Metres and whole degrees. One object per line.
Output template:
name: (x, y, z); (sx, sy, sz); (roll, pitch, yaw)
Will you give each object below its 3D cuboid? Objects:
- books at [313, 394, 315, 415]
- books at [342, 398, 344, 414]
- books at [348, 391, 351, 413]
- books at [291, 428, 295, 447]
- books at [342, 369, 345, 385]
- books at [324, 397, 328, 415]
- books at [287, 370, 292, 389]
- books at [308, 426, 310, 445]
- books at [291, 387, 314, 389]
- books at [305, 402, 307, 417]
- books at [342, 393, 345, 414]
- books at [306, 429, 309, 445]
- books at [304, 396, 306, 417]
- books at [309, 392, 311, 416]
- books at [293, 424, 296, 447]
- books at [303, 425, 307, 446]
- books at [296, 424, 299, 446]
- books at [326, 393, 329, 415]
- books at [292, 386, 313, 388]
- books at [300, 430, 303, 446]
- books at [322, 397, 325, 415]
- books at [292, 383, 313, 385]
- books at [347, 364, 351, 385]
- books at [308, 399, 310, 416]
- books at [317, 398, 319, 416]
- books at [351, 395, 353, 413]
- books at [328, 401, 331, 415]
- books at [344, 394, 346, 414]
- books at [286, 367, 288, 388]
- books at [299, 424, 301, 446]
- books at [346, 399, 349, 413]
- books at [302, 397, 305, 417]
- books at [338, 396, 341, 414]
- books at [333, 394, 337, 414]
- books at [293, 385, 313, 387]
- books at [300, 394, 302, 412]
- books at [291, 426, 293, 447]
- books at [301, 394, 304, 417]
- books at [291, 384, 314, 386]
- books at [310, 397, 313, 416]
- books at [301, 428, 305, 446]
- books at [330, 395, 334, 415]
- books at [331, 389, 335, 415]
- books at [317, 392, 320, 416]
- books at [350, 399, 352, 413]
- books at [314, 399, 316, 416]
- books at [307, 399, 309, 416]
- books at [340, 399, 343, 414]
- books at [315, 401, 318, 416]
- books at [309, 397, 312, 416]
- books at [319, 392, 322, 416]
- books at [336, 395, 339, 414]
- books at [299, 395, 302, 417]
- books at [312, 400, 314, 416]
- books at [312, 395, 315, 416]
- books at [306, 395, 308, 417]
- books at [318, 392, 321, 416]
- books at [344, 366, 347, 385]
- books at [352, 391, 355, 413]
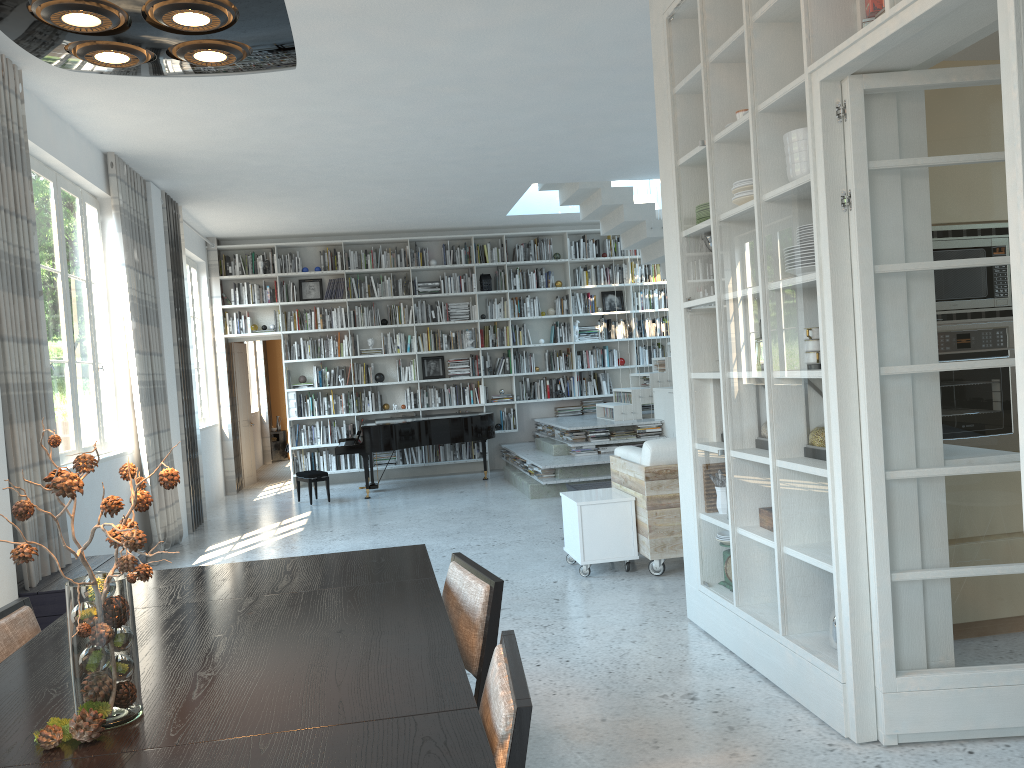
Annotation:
books: (-2.558, 0.269, 11.483); (0.007, 0.286, 0.182); (-4, 2, -9)
books: (-2.206, 0.263, 11.562); (0.010, 0.246, 0.160); (-4, 2, -9)
books: (-2.119, 0.237, 11.556); (0.014, 0.286, 0.179); (-4, 2, -9)
books: (-2.821, 0.685, 11.465); (0.029, 0.239, 0.154); (-4, 2, -9)
books: (-2.194, -0.086, 11.552); (0.027, 0.209, 0.143); (-4, 2, -9)
books: (-2.412, 0.286, 11.522); (0.027, 0.230, 0.159); (-4, 2, -9)
books: (-2.873, -0.055, 11.446); (0.028, 0.243, 0.156); (-4, 2, -9)
books: (-2.628, 0.666, 11.518); (0.022, 0.248, 0.133); (-4, 2, -9)
books: (-2.704, 0.049, 11.478); (0.285, 0.012, 0.159); (-4, 1, -6)
books: (-2.656, 0.324, 11.462); (0.019, 0.189, 0.193); (-4, 1, -9)
books: (-2.188, 0.253, 11.547); (0.021, 0.265, 0.185); (-4, 2, -9)
books: (-2.649, 0.692, 11.511); (0.025, 0.200, 0.137); (-4, 2, -9)
books: (-2.674, 0.288, 11.475); (0.007, 0.264, 0.176); (-4, 2, -9)
books: (-2.615, 0.258, 11.491); (0.006, 0.315, 0.145); (-4, 2, -9)
books: (-2.801, 0.665, 11.452); (0.011, 0.277, 0.189); (-4, 2, -9)
books: (-2.675, 0.661, 11.485); (0.029, 0.266, 0.171); (-4, 2, -9)
books: (-2.771, 0.659, 11.465); (0.052, 0.284, 0.172); (-4, 2, -9)
books: (-2.393, 0.259, 11.523); (0.014, 0.282, 0.150); (-4, 2, -9)
books: (-2.705, 0.037, 11.482); (0.254, 0.012, 0.161); (-4, 1, -8)
books: (-2.724, 0.698, 11.494); (0.024, 0.198, 0.148); (-4, 2, -9)
books: (-2.450, 0.288, 11.533); (0.045, 0.230, 0.138); (-4, 2, -9)
books: (-2.708, 0.000, 11.481); (0.254, 0.012, 0.161); (-4, 1, -8)
books: (-2.116, -0.124, 11.526); (0.082, 0.276, 0.228); (-4, 2, -9)
books: (-2.621, 0.308, 11.482); (0.015, 0.217, 0.180); (-4, 2, -9)
books: (-2.520, 0.293, 11.527); (0.016, 0.231, 0.136); (-4, 2, -9)
books: (-2.083, 0.258, 11.569); (0.010, 0.240, 0.174); (-4, 2, -9)
books: (-2.367, 0.307, 11.519); (0.029, 0.181, 0.190); (-4, 1, -9)
books: (-2.174, 0.254, 11.568); (0.013, 0.260, 0.142); (-4, 2, -9)
books: (-2.895, -0.074, 11.452); (0.012, 0.285, 0.159); (-4, 2, -9)
books: (-2.743, 0.662, 11.489); (0.010, 0.274, 0.150); (-4, 2, -9)
books: (-2.145, 0.291, 11.573); (0.041, 0.181, 0.141); (-4, 2, -9)
books: (-2.692, 0.292, 11.491); (0.022, 0.257, 0.141); (-4, 2, -9)
books: (-2.246, 0.275, 11.557); (0.025, 0.229, 0.153); (-4, 2, -9)
books: (-2.298, 0.263, 11.529); (0.028, 0.260, 0.181); (-4, 2, -9)
books: (-2.705, 0.025, 11.477); (0.254, 0.012, 0.161); (-4, 1, -12)
books: (-2.726, 0.278, 11.485); (0.016, 0.290, 0.152); (-4, 2, -9)
books: (-2.844, 0.679, 11.475); (0.012, 0.254, 0.161); (-4, 2, -9)
books: (-2.710, 0.275, 11.480); (0.014, 0.294, 0.171); (-4, 2, -9)
books: (-2.706, 0.013, 11.474); (0.285, 0.012, 0.159); (-4, 1, -5)
books: (-2.589, 0.292, 11.479); (0.009, 0.244, 0.184); (-4, 2, -9)
books: (-2.698, 0.685, 11.476); (0.022, 0.220, 0.187); (-4, 2, -9)
books: (-2.344, 0.269, 11.533); (0.026, 0.254, 0.176); (-4, 2, -9)
books: (-2.325, 0.234, 11.533); (0.021, 0.323, 0.171); (-4, 2, -9)
books: (-2.510, 0.258, 11.529); (0.009, 0.299, 0.141); (-4, 2, -9)
books: (-2.102, 0.285, 11.593); (0.023, 0.187, 0.130); (-4, 2, -9)
books: (-2.546, 0.301, 11.492); (0.015, 0.219, 0.190); (-4, 2, -9)
books: (-2.638, 0.308, 11.492); (0.015, 0.218, 0.176); (-4, 2, -9)
books: (-2.221, 0.290, 11.564); (0.023, 0.194, 0.140); (-4, 2, -9)
books: (-2.529, 0.315, 11.491); (0.016, 0.189, 0.183); (-4, 1, -9)
books: (-2.602, 0.293, 11.491); (0.014, 0.243, 0.171); (-4, 2, -9)
books: (-2.477, 0.253, 11.510); (0.012, 0.306, 0.189); (-4, 2, -9)
books: (-2.270, 0.267, 11.538); (0.028, 0.249, 0.159); (-4, 2, -9)
books: (-2.737, 0.281, 11.485); (0.008, 0.285, 0.159); (-4, 2, -9)
books: (-2.581, 0.307, 11.513); (0.016, 0.211, 0.146); (-4, 2, -9)
books: (-2.570, 0.273, 11.505); (0.009, 0.278, 0.157); (-4, 2, -9)
books: (-2.650, 0.278, 11.483); (0.008, 0.280, 0.164); (-4, 2, -9)
books: (-2.491, 0.257, 11.496); (0.019, 0.300, 0.180); (-4, 2, -9)
books: (-2.172, -0.109, 11.558); (0.021, 0.251, 0.154); (-4, 2, -9)
books: (-2.071, 0.236, 11.593); (0.024, 0.280, 0.135); (-4, 2, -9)
